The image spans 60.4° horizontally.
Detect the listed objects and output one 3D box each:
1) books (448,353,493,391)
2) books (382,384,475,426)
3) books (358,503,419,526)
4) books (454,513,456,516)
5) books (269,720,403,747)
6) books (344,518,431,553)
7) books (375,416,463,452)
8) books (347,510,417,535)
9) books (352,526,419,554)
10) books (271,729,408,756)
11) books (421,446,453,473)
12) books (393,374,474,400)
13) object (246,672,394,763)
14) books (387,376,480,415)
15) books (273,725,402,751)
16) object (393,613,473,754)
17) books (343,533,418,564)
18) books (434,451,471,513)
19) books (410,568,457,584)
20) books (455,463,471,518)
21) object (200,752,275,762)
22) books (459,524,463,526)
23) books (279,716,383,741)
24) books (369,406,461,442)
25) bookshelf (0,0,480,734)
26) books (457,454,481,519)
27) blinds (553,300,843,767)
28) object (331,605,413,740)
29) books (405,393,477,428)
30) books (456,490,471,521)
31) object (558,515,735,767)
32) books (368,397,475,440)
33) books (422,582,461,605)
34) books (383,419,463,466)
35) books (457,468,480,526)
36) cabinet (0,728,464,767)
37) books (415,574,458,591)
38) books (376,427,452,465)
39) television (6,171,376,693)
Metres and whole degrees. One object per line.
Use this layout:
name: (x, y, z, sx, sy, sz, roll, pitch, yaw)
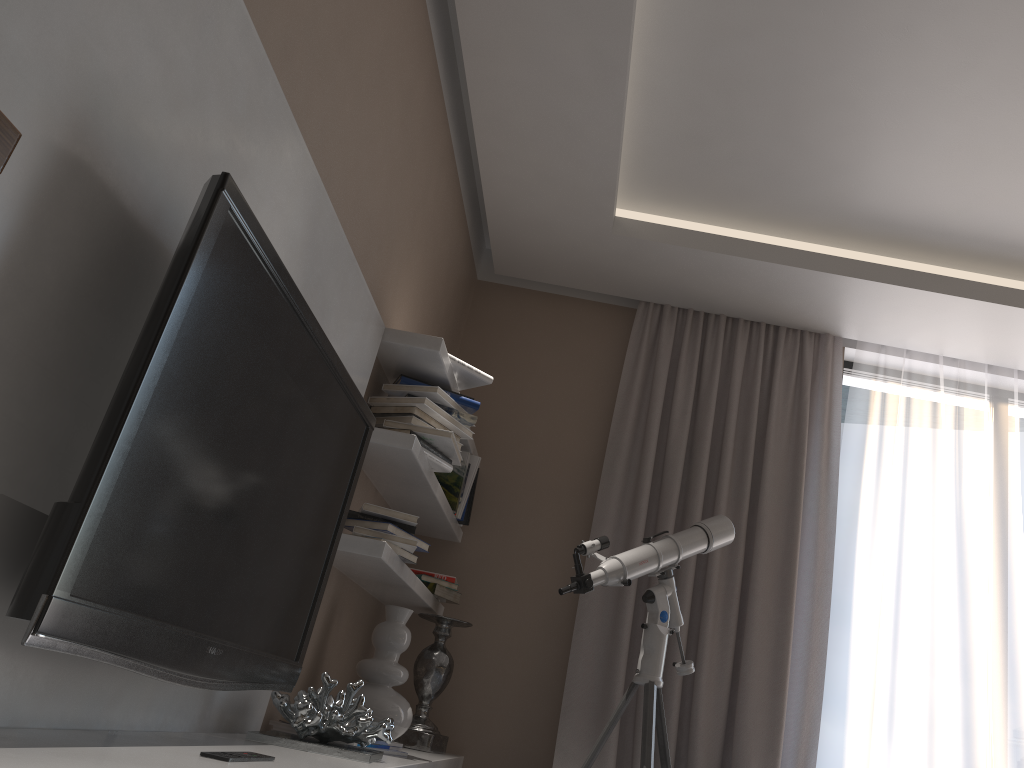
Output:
books: (-0.231, -0.052, 3.039, 0.283, 0.027, 0.193, 28, -27, -37)
books: (-0.275, 0.073, 2.971, 0.200, 0.023, 0.298, 2, -23, 23)
books: (-0.399, 0.425, 2.765, 0.177, 0.023, 0.221, 17, -22, -14)
books: (-0.288, 0.405, 3.618, 0.177, 0.254, 0.023, 12, -22, 2)
books: (-0.502, 1.015, 2.547, 0.244, 0.011, 0.327, 2, -23, 23)
books: (-0.396, 0.474, 2.755, 0.175, 0.026, 0.266, 1, -23, 24)
books: (-0.323, 0.171, 2.955, 0.188, 0.028, 0.273, -4, -26, 34)
books: (-0.435, 0.441, 2.759, 0.253, 0.026, 0.158, 17, -22, -14)
books: (-0.404, 0.499, 2.753, 0.199, 0.021, 0.264, 15, -21, -9)
books: (-0.493, 1.037, 2.540, 0.242, 0.011, 0.329, 0, -24, 27)
books: (-0.348, 0.232, 2.901, 0.189, 0.028, 0.272, -2, -25, 30)
books: (-0.281, 0.042, 3.041, 0.272, 0.028, 0.168, 19, -22, -19)
object: (-0.445, 0.815, 2.187, 0.324, 0.179, 0.319, 12, -21, 0)
books: (-0.268, 0.054, 2.990, 0.285, 0.027, 0.186, 19, -22, -19)
books: (-0.498, 1.027, 2.548, 0.245, 0.011, 0.324, 4, -22, 18)
object: (-0.313, 1.146, 3.384, 0.216, 0.487, 0.220, 8, -23, 13)
books: (-0.420, 0.511, 2.728, 0.166, 0.025, 0.235, 2, -23, 23)
books: (-0.292, 0.383, 3.564, 0.194, 0.252, 0.042, 12, -22, 2)
books: (-0.349, 0.780, 3.555, 0.250, 0.024, 0.173, 12, -21, -1)
books: (-0.282, 0.424, 3.638, 0.172, 0.231, 0.024, 12, -22, 2)
object: (-0.464, 0.634, 1.497, 0.050, 0.008, 0.208, 7, -22, 10)
books: (-0.275, 0.480, 3.768, 0.172, 0.225, 0.099, 11, -22, 3)
books: (-0.513, 0.977, 2.513, 0.272, 0.028, 0.166, 22, -24, -25)
books: (-0.322, 0.141, 2.955, 0.180, 0.031, 0.293, -1, -24, 29)
bookshelf: (-0.510, 0.033, 1.671, 0.229, 1.217, 4.506, 10, -21, 7)
books: (-0.264, 0.408, 3.673, 0.217, 0.291, 0.021, 12, -22, 2)
blinds: (0.836, 0.718, 3.648, 1.045, 2.673, 0.355, 12, -22, 4)
object: (-0.428, 0.954, 2.894, 0.264, 0.437, 0.263, 11, -22, 4)
books: (-0.262, 0.104, 2.974, 0.253, 0.027, 0.177, 19, -23, -20)
books: (-0.263, 0.432, 3.688, 0.183, 0.263, 0.025, 12, -22, 2)
object: (0.414, 1.020, 2.912, 0.613, 1.422, 0.593, 11, -22, 6)
books: (-0.300, 0.116, 2.949, 0.214, 0.027, 0.322, 0, -24, 27)
books: (-0.359, 0.831, 3.534, 0.237, 0.043, 0.199, 0, -24, 27)
books: (-0.292, 0.200, 2.947, 0.222, 0.027, 0.310, 9, -21, 4)
books: (-0.240, 0.465, 3.736, 0.168, 0.248, 0.087, 12, -22, 3)
cabinet: (-0.576, 0.761, 1.347, 0.448, 0.374, 4.546, 9, -21, 7)
books: (-0.354, 0.801, 3.546, 0.183, 0.024, 0.236, 25, -25, -32)
books: (-0.346, 0.211, 2.922, 0.181, 0.031, 0.291, 1, -23, 24)
television: (-0.537, 0.200, 1.685, 0.143, 0.723, 1.097, 10, -22, 8)
